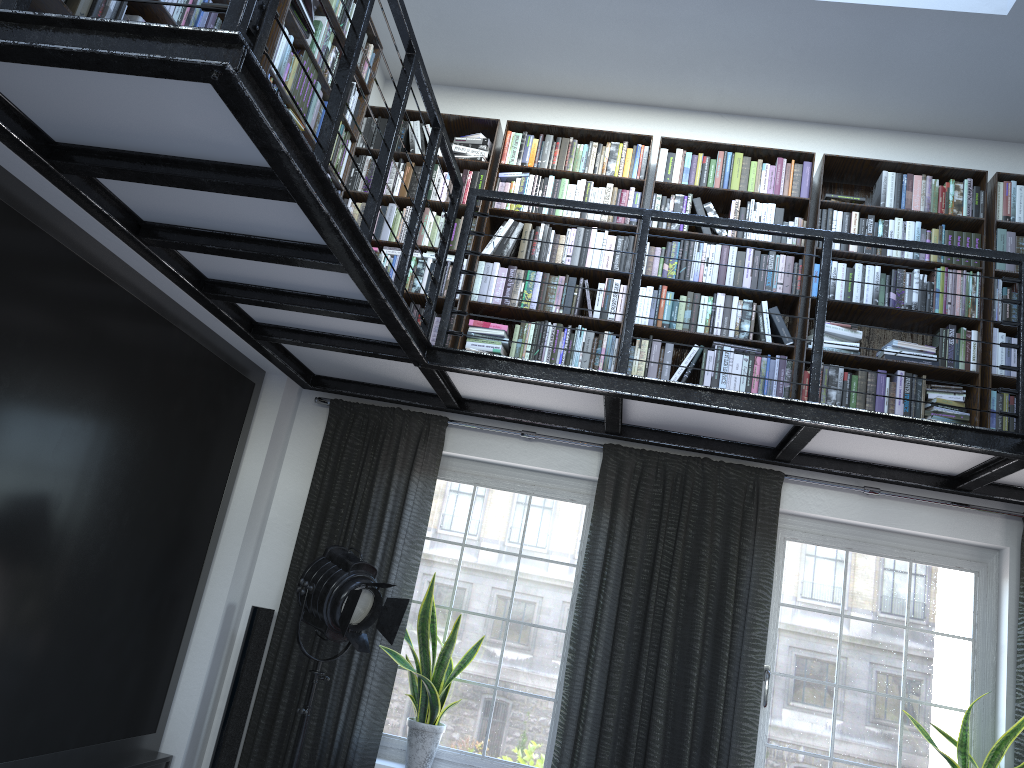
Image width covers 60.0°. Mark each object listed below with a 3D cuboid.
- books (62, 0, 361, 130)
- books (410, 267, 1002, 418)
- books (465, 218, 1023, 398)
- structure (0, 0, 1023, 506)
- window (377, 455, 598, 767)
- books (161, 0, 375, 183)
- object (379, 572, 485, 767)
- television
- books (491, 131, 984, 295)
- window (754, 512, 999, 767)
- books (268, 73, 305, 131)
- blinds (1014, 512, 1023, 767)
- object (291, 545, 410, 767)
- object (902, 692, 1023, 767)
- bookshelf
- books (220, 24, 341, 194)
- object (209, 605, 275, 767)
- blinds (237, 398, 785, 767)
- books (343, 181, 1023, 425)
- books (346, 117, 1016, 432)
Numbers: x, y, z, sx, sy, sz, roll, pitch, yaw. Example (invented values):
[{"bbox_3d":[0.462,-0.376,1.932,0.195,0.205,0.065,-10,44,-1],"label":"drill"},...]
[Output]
[{"bbox_3d":[0.962,-1.103,3.196,4.381,1.423,2.180,9,-16,9],"label":"books"},{"bbox_3d":[1.077,-0.759,4.419,4.440,1.444,1.271,8,-16,11],"label":"books"},{"bbox_3d":[1.483,-0.415,4.782,3.395,1.134,0.237,9,-17,9],"label":"books"},{"bbox_3d":[0.589,0.444,2.360,4.493,3.389,4.564,9,-16,9],"label":"structure"},{"bbox_3d":[-0.173,1.221,4.735,1.168,1.622,0.131,9,-17,9],"label":"window"},{"bbox_3d":[-1.082,-1.436,3.513,0.315,1.437,2.182,8,-16,9],"label":"books"},{"bbox_3d":[-0.517,1.422,4.442,0.554,0.949,0.520,5,-17,19],"label":"object"},{"bbox_3d":[-1.739,0.626,2.924,0.117,2.452,3.315,8,-16,9],"label":"television"},{"bbox_3d":[1.196,-0.888,4.966,2.639,0.836,0.211,9,-17,9],"label":"books"},{"bbox_3d":[1.785,1.525,4.411,1.168,1.622,0.131,9,-17,9],"label":"window"},{"bbox_3d":[1.038,-0.952,3.701,4.388,1.419,1.157,9,-16,9],"label":"books"},{"bbox_3d":[2.737,1.630,3.313,0.527,2.404,1.733,14,-16,-8],"label":"blinds"},{"bbox_3d":[0.163,1.760,4.042,2.903,1.595,0.746,13,-16,-6],"label":"object"},{"bbox_3d":[2.084,1.818,3.989,0.553,0.949,0.520,12,-16,-2],"label":"object"},{"bbox_3d":[0.988,-0.925,3.561,4.480,1.633,3.054,9,-15,9],"label":"bookshelf"},{"bbox_3d":[0.961,-0.895,3.444,4.339,1.152,1.581,9,-16,9],"label":"books"},{"bbox_3d":[-1.409,1.728,4.384,0.157,1.234,0.155,4,-18,24],"label":"object"},{"bbox_3d":[-0.029,1.386,4.442,2.510,2.410,0.124,9,-17,9],"label":"blinds"},{"bbox_3d":[1.146,-0.618,4.875,4.440,1.427,0.224,9,-17,9],"label":"books"},{"bbox_3d":[1.142,-0.609,4.867,4.446,1.411,0.239,9,-17,10],"label":"books"}]
